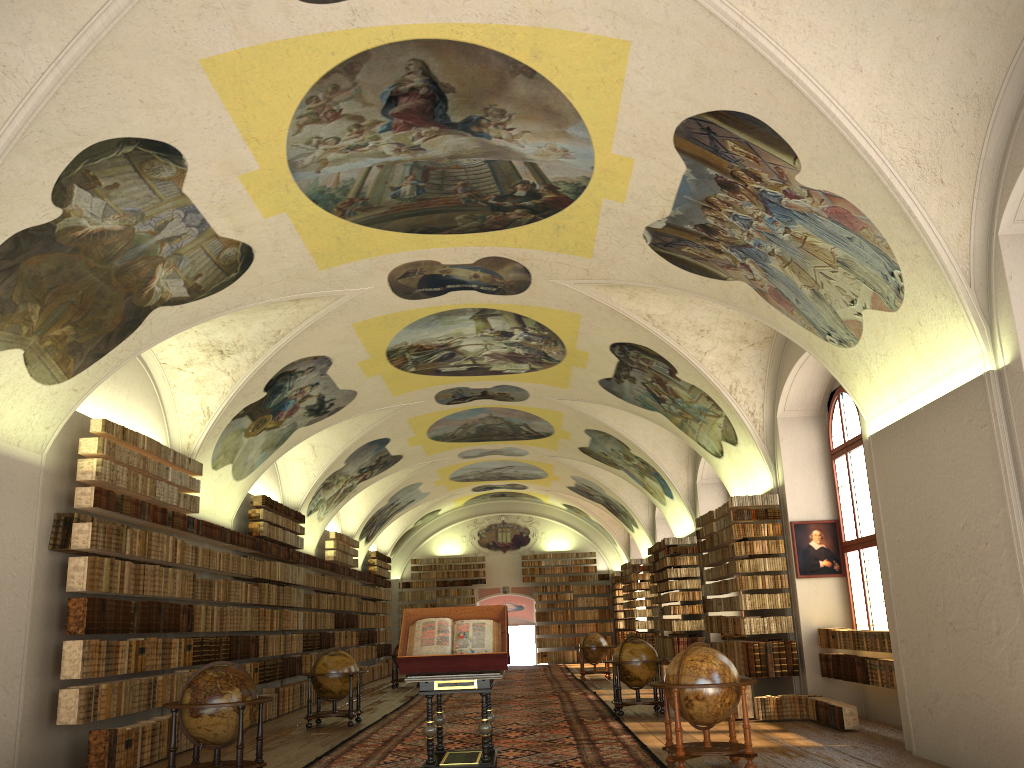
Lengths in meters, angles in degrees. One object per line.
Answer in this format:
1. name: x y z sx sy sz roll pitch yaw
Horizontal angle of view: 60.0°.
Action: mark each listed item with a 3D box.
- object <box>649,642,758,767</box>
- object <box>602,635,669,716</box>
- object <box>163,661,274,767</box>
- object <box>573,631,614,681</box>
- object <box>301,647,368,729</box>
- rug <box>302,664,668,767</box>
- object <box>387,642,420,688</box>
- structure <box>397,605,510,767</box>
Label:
1. object: 2.305 3.844 10.639 1.281 1.442 1.282 -13 -18 36
2. object: 2.406 5.609 17.140 1.281 1.442 1.283 9 -18 -36
3. object: -3.531 4.086 10.667 1.281 1.442 1.283 9 -18 -36
4. object: 2.569 8.486 27.741 1.282 1.442 1.282 -15 -20 41
5. object: -3.432 5.850 17.168 1.281 1.442 1.282 -13 -18 36
6. rug: -0.313 7.283 20.329 4.704 0.064 37.084 -2 -15 0
7. object: -3.276 8.731 27.781 1.282 1.442 1.282 -15 -20 41
8. structure: -0.648 3.756 10.878 1.245 1.972 1.900 -2 -15 0
